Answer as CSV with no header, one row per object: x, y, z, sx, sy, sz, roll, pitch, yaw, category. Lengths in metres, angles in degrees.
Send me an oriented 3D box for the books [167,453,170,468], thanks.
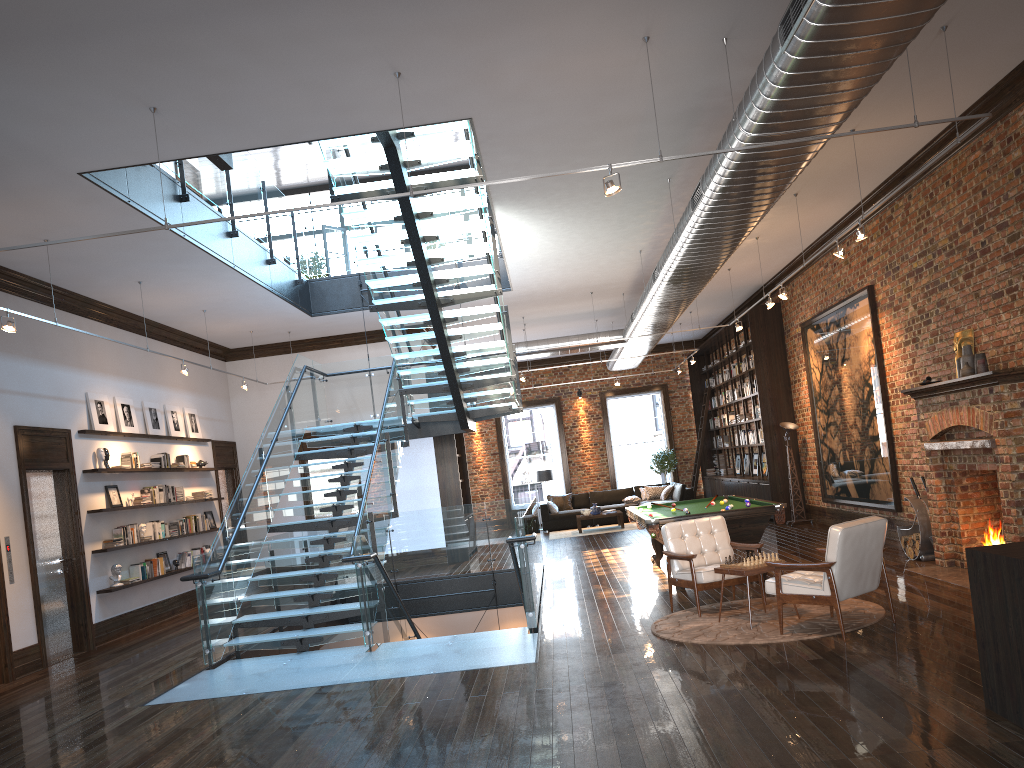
-5.176,1.150,13.169,0.167,0.218,0.021,-7,-1,3,books

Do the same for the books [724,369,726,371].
5.110,-0.197,20.956,0.166,0.315,0.016,-7,-1,3,books

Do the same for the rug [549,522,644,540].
1.840,3.269,19.789,2.022,0.003,2.122,-7,-6,2,rug

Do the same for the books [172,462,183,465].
-5.168,1.230,13.703,0.116,0.021,0.193,-7,-6,-3,books

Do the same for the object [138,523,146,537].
-5.118,2.013,12.268,0.148,0.187,0.127,-8,-2,18,object

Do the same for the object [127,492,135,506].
-5.197,1.576,12.112,0.059,0.186,0.121,-8,-2,38,object

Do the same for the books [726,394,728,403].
5.158,0.347,20.903,0.191,0.226,0.025,-7,-1,3,books

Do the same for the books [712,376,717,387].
5.155,-0.051,22.324,0.190,0.279,0.017,-7,-1,3,books

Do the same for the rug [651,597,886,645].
2.198,2.039,7.733,1.971,0.015,1.977,-7,-6,4,rug

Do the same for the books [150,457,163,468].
-5.184,1.157,12.934,0.167,0.161,0.037,-7,-1,3,books

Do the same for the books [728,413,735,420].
5.227,0.832,21.086,0.189,0.286,0.013,-7,-1,3,books

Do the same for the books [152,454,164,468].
-5.186,1.139,12.990,0.156,0.208,0.022,-7,-1,3,books

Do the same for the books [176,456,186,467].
-5.157,1.220,13.809,0.135,0.200,0.011,-7,-1,3,books

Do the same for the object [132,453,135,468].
-5.235,1.059,12.104,0.154,0.206,0.010,-7,-1,3,object

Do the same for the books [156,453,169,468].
-5.184,1.146,13.154,0.162,0.225,0.011,-7,-1,3,books

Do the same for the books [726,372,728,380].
5.083,-0.183,20.607,0.172,0.225,0.030,-7,-1,3,books

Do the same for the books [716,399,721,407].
5.222,0.480,22.242,0.185,0.210,0.069,-7,-1,3,books

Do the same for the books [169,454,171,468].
-5.181,1.159,13.236,0.163,0.214,0.023,-7,-1,3,books

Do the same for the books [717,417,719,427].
5.299,0.968,22.435,0.180,0.263,0.015,-7,-1,3,books

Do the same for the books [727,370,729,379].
5.078,-0.206,20.508,0.185,0.253,0.030,-7,-1,3,books

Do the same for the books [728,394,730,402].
5.159,0.337,20.759,0.182,0.217,0.034,-7,-1,3,books

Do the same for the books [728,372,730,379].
5.085,-0.183,20.451,0.166,0.194,0.030,-7,-1,3,books

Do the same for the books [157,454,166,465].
-5.185,1.143,13.079,0.155,0.217,0.011,-7,-1,3,books

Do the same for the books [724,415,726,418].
5.258,0.888,21.570,0.177,0.263,0.042,-7,-1,3,books

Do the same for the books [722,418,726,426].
5.234,0.917,21.527,0.236,0.202,0.046,-7,-1,3,books

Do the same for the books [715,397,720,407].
5.222,0.462,22.308,0.183,0.254,0.046,-7,-1,3,books

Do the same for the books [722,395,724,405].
5.184,0.385,21.486,0.175,0.256,0.027,-7,-1,3,books

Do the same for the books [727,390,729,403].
5.154,0.296,20.837,0.183,0.313,0.013,-7,-1,3,books

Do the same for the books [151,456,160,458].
-5.200,1.149,12.959,0.126,0.184,0.042,-7,-1,3,books

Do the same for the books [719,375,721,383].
5.138,-0.109,21.574,0.178,0.254,0.036,-7,-1,3,books

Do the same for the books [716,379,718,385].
5.185,-0.028,22.175,0.136,0.202,0.086,-7,-1,2,books

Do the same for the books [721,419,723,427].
5.265,0.954,21.905,0.192,0.195,0.034,-7,-1,3,books

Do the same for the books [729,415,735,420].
5.245,0.853,21.033,0.148,0.232,0.036,-7,-1,3,books

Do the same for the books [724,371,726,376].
5.090,-0.183,20.825,0.192,0.266,0.016,-7,-1,3,books

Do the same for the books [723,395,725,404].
5.181,0.376,21.309,0.181,0.241,0.036,-7,-1,3,books

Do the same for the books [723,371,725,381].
5.101,-0.171,20.994,0.172,0.272,0.059,-7,-1,3,books

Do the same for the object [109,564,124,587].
-5.104,2.464,11.418,0.164,0.281,0.172,-6,-2,-29,object

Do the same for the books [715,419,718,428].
5.280,0.996,22.505,0.232,0.224,0.024,-7,-1,3,books

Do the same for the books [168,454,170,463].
-5.175,1.158,13.203,0.147,0.209,0.024,-7,-1,3,books

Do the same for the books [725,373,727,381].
5.083,-0.155,20.762,0.187,0.200,0.030,-7,-1,3,books

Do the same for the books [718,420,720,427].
5.291,0.994,22.339,0.175,0.195,0.031,-7,-1,3,books

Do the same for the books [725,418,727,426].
5.258,0.906,21.470,0.186,0.207,0.017,-7,-1,3,books

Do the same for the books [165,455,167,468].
-5.185,1.156,13.141,0.131,0.203,0.014,-7,-1,3,books

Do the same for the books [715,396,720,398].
5.231,0.450,22.334,0.191,0.281,0.006,-7,-1,3,books

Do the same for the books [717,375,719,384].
5.143,-0.101,21.792,0.188,0.279,0.028,-7,-1,3,books

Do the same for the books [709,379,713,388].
5.150,-0.015,22.537,0.235,0.251,0.028,-7,-1,3,books

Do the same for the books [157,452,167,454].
-5.192,1.143,13.186,0.139,0.239,0.011,-7,-1,3,books

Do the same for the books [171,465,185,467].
-5.163,1.268,13.687,0.144,0.013,0.227,-7,-6,2,books

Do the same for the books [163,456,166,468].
-5.174,1.154,13.014,0.166,0.180,0.028,-7,-1,3,books

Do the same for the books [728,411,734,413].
5.247,0.810,21.106,0.161,0.330,0.006,-7,-1,3,books

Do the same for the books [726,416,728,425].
5.231,0.865,21.240,0.184,0.251,0.014,-7,-1,3,books

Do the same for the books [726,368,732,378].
5.080,-0.219,20.562,0.176,0.288,0.030,-7,-1,3,books

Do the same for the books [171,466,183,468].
-5.175,1.281,13.681,0.115,0.011,0.241,-7,-6,2,books

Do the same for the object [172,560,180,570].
-5.013,2.698,13.244,0.106,0.151,0.082,-7,-2,1,object
